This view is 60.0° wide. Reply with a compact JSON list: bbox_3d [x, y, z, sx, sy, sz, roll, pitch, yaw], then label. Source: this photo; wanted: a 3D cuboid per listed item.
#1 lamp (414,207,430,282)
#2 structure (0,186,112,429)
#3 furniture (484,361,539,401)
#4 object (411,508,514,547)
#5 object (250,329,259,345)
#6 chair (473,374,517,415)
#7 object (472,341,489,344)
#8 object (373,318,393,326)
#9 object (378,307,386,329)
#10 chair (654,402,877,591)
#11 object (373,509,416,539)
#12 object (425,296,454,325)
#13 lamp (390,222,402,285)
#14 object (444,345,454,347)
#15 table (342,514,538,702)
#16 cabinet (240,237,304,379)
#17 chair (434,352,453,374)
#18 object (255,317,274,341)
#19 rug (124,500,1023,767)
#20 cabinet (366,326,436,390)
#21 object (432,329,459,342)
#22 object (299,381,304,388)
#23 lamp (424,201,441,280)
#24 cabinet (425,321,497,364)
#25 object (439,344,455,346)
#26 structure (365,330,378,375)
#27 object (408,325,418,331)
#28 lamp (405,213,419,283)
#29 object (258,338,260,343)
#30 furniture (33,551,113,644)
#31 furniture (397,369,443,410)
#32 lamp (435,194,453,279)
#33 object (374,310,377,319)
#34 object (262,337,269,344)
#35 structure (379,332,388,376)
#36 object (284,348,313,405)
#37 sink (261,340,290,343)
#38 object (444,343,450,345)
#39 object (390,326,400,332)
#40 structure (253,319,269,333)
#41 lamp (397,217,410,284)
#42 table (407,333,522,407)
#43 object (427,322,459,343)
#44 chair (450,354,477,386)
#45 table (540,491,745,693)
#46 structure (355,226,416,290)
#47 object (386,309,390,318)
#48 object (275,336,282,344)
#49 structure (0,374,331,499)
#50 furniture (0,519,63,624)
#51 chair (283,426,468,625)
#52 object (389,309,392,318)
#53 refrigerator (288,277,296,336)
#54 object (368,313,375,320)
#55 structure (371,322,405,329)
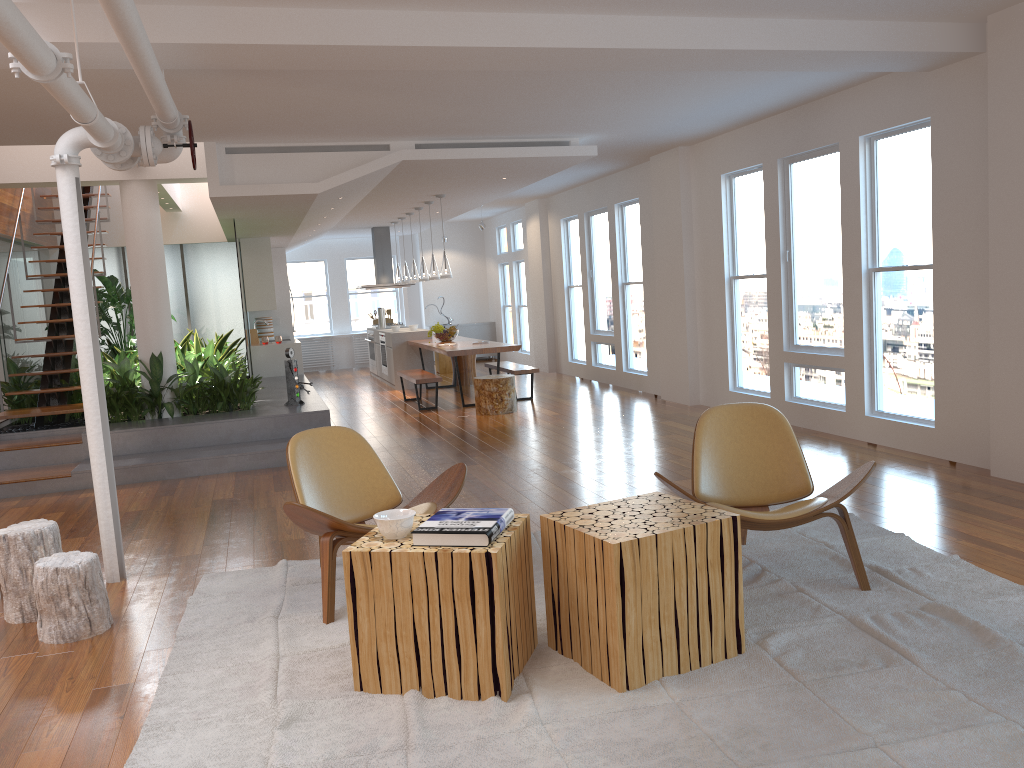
[{"bbox_3d":[-1.229,-1.926,12.031,0.160,1.060,0.160,-3,6,11],"label":"lamp"},{"bbox_3d":[-4.278,-1.726,10.205,2.552,4.265,4.591,-6,6,-16],"label":"structure"},{"bbox_3d":[-0.009,-0.043,11.352,0.316,0.389,1.433,-6,6,-16],"label":"furniture"},{"bbox_3d":[-0.169,0.507,3.157,0.279,0.048,0.334,-2,6,15],"label":"object"},{"bbox_3d":[-3.656,-0.670,12.577,0.104,0.222,0.200,-6,6,-16],"label":"object"},{"bbox_3d":[-0.187,0.116,9.915,0.460,0.400,0.460,-4,6,-6],"label":"chair"},{"bbox_3d":[-0.393,-0.521,11.161,0.222,0.020,0.222,-6,7,-24],"label":"object"},{"bbox_3d":[-2.265,-1.080,15.584,0.353,0.157,0.084,-6,6,-16],"label":"object"},{"bbox_3d":[-2.143,-1.088,14.674,0.120,0.356,0.172,0,7,32],"label":"object"},{"bbox_3d":[1.165,0.514,3.965,0.856,0.752,0.867,0,8,34],"label":"chair"},{"bbox_3d":[-0.417,0.505,3.172,0.152,0.082,0.152,1,8,35],"label":"object"},{"bbox_3d":[-1.381,-1.409,17.111,0.590,0.563,0.210,-10,9,-44],"label":"object"},{"bbox_3d":[-1.833,-2.112,14.105,0.160,1.060,0.160,-3,6,11],"label":"lamp"},{"bbox_3d":[-0.786,-0.470,10.961,0.149,0.014,0.044,-6,6,-17],"label":"object"},{"bbox_3d":[-0.240,0.797,3.229,0.548,0.534,0.489,-2,6,14],"label":"table"},{"bbox_3d":[-3.892,-1.049,14.303,0.676,2.280,4.565,-6,6,-16],"label":"cabinet"},{"bbox_3d":[-1.123,-0.421,15.270,0.344,0.430,0.549,-5,6,-12],"label":"chair"},{"bbox_3d":[-3.868,-0.861,13.857,0.267,0.356,0.266,-3,6,10],"label":"object"},{"bbox_3d":[0.448,0.974,3.265,3.525,0.057,3.478,-5,6,-11],"label":"rug"},{"bbox_3d":[-1.841,-0.473,14.335,0.597,0.832,2.936,-6,6,-16],"label":"cabinet"},{"bbox_3d":[-0.897,-0.651,12.072,0.360,0.159,0.360,1,8,37],"label":"object"},{"bbox_3d":[-2.543,-0.025,10.354,0.181,0.155,0.216,1,8,39],"label":"object"},{"bbox_3d":[-1.027,-1.864,11.339,0.160,1.060,0.160,-3,6,11],"label":"lamp"},{"bbox_3d":[-0.983,-0.809,17.326,1.309,0.725,0.420,-6,6,-16],"label":"cabinet"},{"bbox_3d":[-0.810,-0.486,11.093,0.222,0.020,0.222,-1,7,25],"label":"object"},{"bbox_3d":[-2.134,-0.572,15.190,0.649,0.735,0.890,-6,6,-16],"label":"structure"},{"bbox_3d":[-1.475,-0.842,13.280,0.152,0.082,0.152,1,8,35],"label":"object"},{"bbox_3d":[-1.430,-1.988,12.722,0.160,1.060,0.160,-3,6,11],"label":"lamp"},{"bbox_3d":[-3.710,-0.667,12.821,0.100,0.170,0.173,-5,6,-14],"label":"object"},{"bbox_3d":[-1.930,0.923,3.889,0.292,0.333,0.294,2,9,44],"label":"furniture"},{"bbox_3d":[-1.152,0.068,11.028,0.316,0.389,1.433,-6,6,-16],"label":"furniture"},{"bbox_3d":[-0.826,-1.802,10.647,0.160,1.060,0.160,-3,6,11],"label":"lamp"},{"bbox_3d":[-2.387,-1.149,15.553,0.055,0.299,0.027,-6,6,-16],"label":"object"},{"bbox_3d":[-3.442,-0.606,12.362,0.094,0.106,0.094,-5,6,-10],"label":"object"},{"bbox_3d":[-1.981,-0.471,13.768,0.072,0.648,0.644,-6,6,-16],"label":"structure"},{"bbox_3d":[-2.093,-0.076,8.687,0.318,0.565,0.134,-1,7,20],"label":"object"},{"bbox_3d":[-3.555,-0.534,13.368,0.449,0.192,0.666,-6,6,-16],"label":"sink"},{"bbox_3d":[-0.811,-0.492,11.092,0.079,0.030,0.070,1,8,37],"label":"object"},{"bbox_3d":[-1.748,-0.830,13.331,0.152,0.082,0.152,-1,7,23],"label":"object"},{"bbox_3d":[-3.762,-0.713,13.321,0.248,0.536,0.115,-5,6,-16],"label":"structure"},{"bbox_3d":[-1.632,-2.050,13.414,0.160,1.060,0.160,-3,6,11],"label":"lamp"},{"bbox_3d":[-1.127,-0.321,13.096,0.893,0.704,5.996,-6,6,-16],"label":"table"},{"bbox_3d":[-0.929,-0.712,12.072,0.292,0.284,0.394,1,8,38],"label":"object"},{"bbox_3d":[-0.704,-0.218,13.095,0.396,0.455,0.402,-7,7,-26],"label":"chair"},{"bbox_3d":[0.476,0.745,3.278,0.548,0.534,0.489,-7,7,-27],"label":"table"},{"bbox_3d":[-2.201,-2.318,14.997,0.909,1.405,0.900,-6,6,-16],"label":"structure"},{"bbox_3d":[-2.173,-1.166,15.595,0.068,0.298,0.039,-6,6,-16],"label":"object"},{"bbox_3d":[-3.255,-0.618,12.367,0.094,0.106,0.094,-5,6,-10],"label":"object"},{"bbox_3d":[-3.755,0.381,9.854,3.088,0.386,5.584,-6,6,-16],"label":"structure"},{"bbox_3d":[-2.242,0.871,4.164,0.298,0.418,0.290,1,8,37],"label":"furniture"},{"bbox_3d":[-0.617,0.605,4.204,0.856,0.752,0.867,-5,6,-11],"label":"chair"},{"bbox_3d":[-2.143,-1.171,15.622,0.057,0.294,0.030,-6,6,-16],"label":"object"},{"bbox_3d":[-4.033,-0.905,15.052,0.725,1.772,0.908,-6,6,-16],"label":"refrigerator"},{"bbox_3d":[-2.420,-1.128,15.543,0.199,0.259,0.016,-4,6,-5],"label":"object"},{"bbox_3d":[-2.125,-1.000,15.166,0.520,0.073,0.650,-6,6,-16],"label":"structure"}]
